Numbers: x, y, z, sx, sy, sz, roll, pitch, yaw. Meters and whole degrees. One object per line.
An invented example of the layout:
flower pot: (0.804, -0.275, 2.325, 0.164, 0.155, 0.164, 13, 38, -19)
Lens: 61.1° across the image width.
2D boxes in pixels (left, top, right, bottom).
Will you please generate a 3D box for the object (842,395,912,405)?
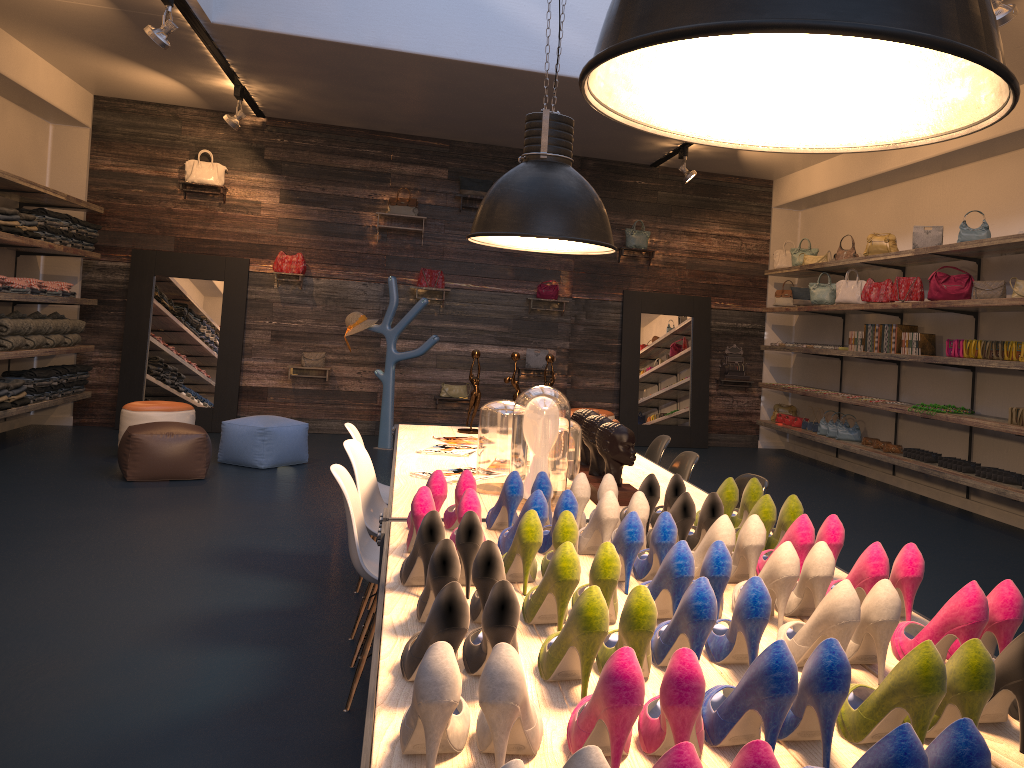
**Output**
object: (3.637, 0.158, 8.760, 0.367, 0.029, 0.856, 3, 4, -8)

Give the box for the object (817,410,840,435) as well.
object: (3.551, 0.437, 9.690, 0.264, 0.283, 0.100, 4, 0, 16)

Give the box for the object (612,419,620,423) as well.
object: (0.323, 0.256, 4.130, 0.473, 0.203, 0.206, 2, 2, -32)

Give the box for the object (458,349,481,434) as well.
object: (-0.221, 0.039, 4.875, 0.141, 0.469, 0.138, 4, 0, 0)

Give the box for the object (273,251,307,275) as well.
object: (-2.473, -1.350, 9.680, 0.341, 0.254, 0.136, 4, 0, -3)

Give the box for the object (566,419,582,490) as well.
object: (0.164, 0.264, 3.152, 0.185, 0.290, 0.163, 4, 0, -23)

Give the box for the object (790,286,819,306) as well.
object: (3.517, -1.046, 10.356, 0.391, 0.232, 0.190, 5, 1, 27)

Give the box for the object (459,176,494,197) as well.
object: (-0.427, -2.313, 10.225, 0.440, 0.232, 0.168, 3, 1, -20)

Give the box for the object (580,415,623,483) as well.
object: (0.342, 0.264, 3.372, 0.160, 0.285, 0.148, 4, 0, -12)

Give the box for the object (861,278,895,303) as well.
object: (3.675, -0.935, 8.701, 0.312, 0.254, 0.148, 5, 1, 39)

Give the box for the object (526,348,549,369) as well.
object: (0.308, -0.304, 10.446, 0.274, 0.230, 0.079, 4, 0, 2)

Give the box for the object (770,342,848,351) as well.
object: (3.561, -0.453, 10.327, 0.497, 0.060, 1.470, 3, 4, -8)

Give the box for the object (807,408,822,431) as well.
object: (3.538, 0.414, 10.112, 0.196, 0.280, 0.060, 4, -1, 8)

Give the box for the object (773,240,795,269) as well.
object: (3.520, -1.628, 11.001, 0.414, 0.386, 0.198, 4, 0, 10)

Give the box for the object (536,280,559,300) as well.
object: (0.431, -1.139, 10.484, 0.259, 0.243, 0.208, 3, 1, -16)

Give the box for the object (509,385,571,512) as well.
object: (0.096, 0.210, 2.956, 0.214, 0.412, 0.189, 4, 0, -23)

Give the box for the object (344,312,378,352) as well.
object: (-1.594, -0.540, 9.188, 0.349, 0.441, 0.341, 4, 1, -15)

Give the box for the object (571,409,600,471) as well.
object: (0.313, 0.247, 3.613, 0.160, 0.285, 0.148, 4, 0, -12)

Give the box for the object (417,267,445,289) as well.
object: (-0.928, -1.223, 10.086, 0.341, 0.255, 0.129, 3, 1, -26)

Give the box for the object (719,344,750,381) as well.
object: (2.868, -0.284, 11.169, 0.372, 0.461, 0.225, 4, 0, -13)

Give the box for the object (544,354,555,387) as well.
object: (0.215, 0.061, 4.995, 0.150, 0.469, 0.129, 4, -1, -35)

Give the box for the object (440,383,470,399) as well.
object: (-0.648, 0.076, 10.140, 0.393, 0.174, 0.212, 2, 3, -35)

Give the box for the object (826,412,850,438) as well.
object: (3.581, 0.451, 9.495, 0.260, 0.283, 0.101, 4, 0, 23)

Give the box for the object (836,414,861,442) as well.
object: (3.611, 0.465, 9.300, 0.260, 0.283, 0.101, 4, 0, 23)

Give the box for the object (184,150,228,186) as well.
object: (-3.321, -2.348, 9.433, 0.453, 0.386, 0.180, 3, 0, -26)

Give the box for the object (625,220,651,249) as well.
object: (1.561, -1.852, 10.773, 0.392, 0.367, 0.164, 3, 0, -26)

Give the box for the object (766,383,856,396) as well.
object: (3.466, 0.060, 10.169, 0.364, 0.024, 1.811, 3, 4, -7)

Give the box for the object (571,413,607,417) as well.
object: (0.294, 0.239, 4.371, 0.473, 0.203, 0.206, 2, 2, -32)

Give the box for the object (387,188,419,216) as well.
object: (-1.252, -2.101, 10.006, 0.356, 0.335, 0.163, 4, 0, -3)

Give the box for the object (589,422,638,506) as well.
object: (0.372, 0.282, 3.124, 0.160, 0.285, 0.148, 4, 0, -12)

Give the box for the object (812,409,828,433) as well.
object: (3.553, 0.424, 9.971, 0.191, 0.280, 0.061, 4, -1, 18)

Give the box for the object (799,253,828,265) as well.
object: (3.538, -1.466, 10.232, 0.335, 0.174, 0.249, 6, 3, 42)

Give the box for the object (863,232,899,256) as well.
object: (3.688, -1.394, 8.671, 0.340, 0.234, 0.215, 6, 2, 38)

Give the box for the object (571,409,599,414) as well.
object: (0.265, 0.220, 4.633, 0.469, 0.203, 0.208, 2, 2, -27)

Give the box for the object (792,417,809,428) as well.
object: (3.479, 0.465, 10.460, 0.208, 0.118, 0.095, 5, 1, 22)

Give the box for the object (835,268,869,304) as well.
object: (3.668, -1.047, 9.319, 0.391, 0.386, 0.208, 5, 1, 41)

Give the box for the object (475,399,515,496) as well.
object: (-0.035, 0.225, 3.186, 0.183, 0.336, 0.188, 4, 0, 7)

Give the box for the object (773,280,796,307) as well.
object: (3.452, -1.135, 10.877, 0.327, 0.335, 0.177, 5, 1, 33)

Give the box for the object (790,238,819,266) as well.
object: (3.543, -1.584, 10.522, 0.342, 0.367, 0.188, 5, 0, 31)

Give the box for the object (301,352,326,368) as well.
object: (-2.225, -0.275, 9.734, 0.290, 0.175, 0.096, 2, 1, -35)

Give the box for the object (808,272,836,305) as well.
object: (3.531, -1.080, 9.829, 0.342, 0.367, 0.188, 5, 0, 31)

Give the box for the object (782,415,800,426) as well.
object: (3.434, 0.450, 10.656, 0.208, 0.118, 0.095, 5, 1, 22)

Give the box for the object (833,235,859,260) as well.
object: (3.644, -1.477, 9.457, 0.111, 0.300, 0.269, 4, 1, -39)

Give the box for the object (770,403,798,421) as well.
object: (3.484, 0.370, 11.079, 0.350, 0.234, 0.210, 5, 1, 21)

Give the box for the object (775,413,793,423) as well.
object: (3.409, 0.435, 10.862, 0.208, 0.118, 0.095, 5, 1, 22)

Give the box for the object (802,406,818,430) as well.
object: (3.521, 0.405, 10.237, 0.191, 0.280, 0.061, 4, -1, 18)
